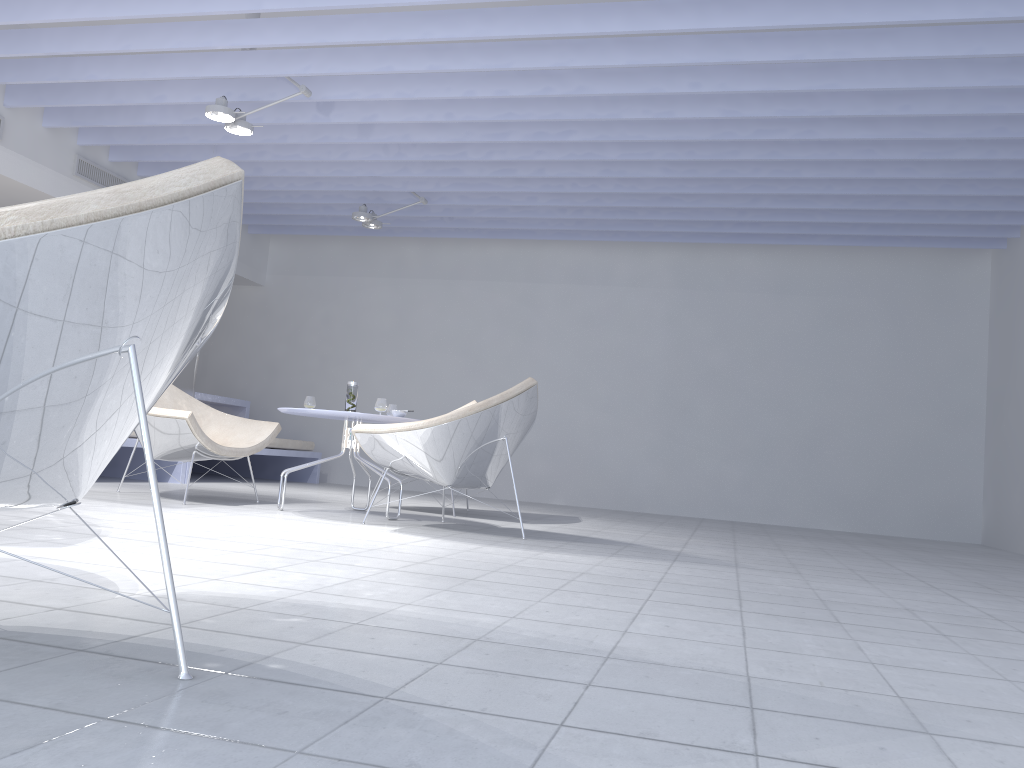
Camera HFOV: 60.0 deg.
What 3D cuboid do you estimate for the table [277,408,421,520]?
[{"bbox_3d":[-0.884,0.438,4.837,0.825,0.534,0.823,6,-5,-9],"label":"table"}]

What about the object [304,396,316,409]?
[{"bbox_3d":[-1.139,0.115,4.991,0.068,0.091,0.068,4,-5,4],"label":"object"}]

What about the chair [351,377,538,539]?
[{"bbox_3d":[-0.224,0.335,4.350,0.753,0.759,0.906,2,-6,31],"label":"chair"}]

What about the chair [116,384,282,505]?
[{"bbox_3d":[-1.844,0.251,4.925,0.753,0.759,0.906,3,-5,18],"label":"chair"}]

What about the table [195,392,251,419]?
[{"bbox_3d":[-2.954,0.326,8.372,0.416,0.450,1.065,4,-5,14],"label":"table"}]

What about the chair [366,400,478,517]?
[{"bbox_3d":[-0.442,0.448,5.785,0.906,0.759,0.753,2,-6,29],"label":"chair"}]

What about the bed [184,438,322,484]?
[{"bbox_3d":[-3.093,0.580,7.837,2.016,0.427,2.200,4,-5,14],"label":"bed"}]

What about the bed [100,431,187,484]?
[{"bbox_3d":[-3.614,0.341,5.701,2.016,0.427,2.200,4,-5,14],"label":"bed"}]

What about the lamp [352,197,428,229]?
[{"bbox_3d":[-0.997,-1.438,7.351,0.587,0.218,0.380,4,-5,14],"label":"lamp"}]

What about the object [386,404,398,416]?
[{"bbox_3d":[-0.691,0.165,5.117,0.068,0.091,0.068,4,-5,4],"label":"object"}]

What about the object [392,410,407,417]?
[{"bbox_3d":[-0.607,0.165,4.773,0.082,0.043,0.082,3,-5,16],"label":"object"}]

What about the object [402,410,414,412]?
[{"bbox_3d":[-0.576,0.146,4.762,0.098,0.016,0.012,4,-5,14],"label":"object"}]

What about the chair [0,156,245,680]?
[{"bbox_3d":[-0.790,0.014,1.346,0.753,0.759,0.906,4,-5,9],"label":"chair"}]

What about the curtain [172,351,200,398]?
[{"bbox_3d":[-3.270,-0.403,6.852,1.998,1.559,0.125,4,-5,13],"label":"curtain"}]

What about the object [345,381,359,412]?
[{"bbox_3d":[-0.886,0.082,4.901,0.075,0.185,0.075,7,-6,-23],"label":"object"}]

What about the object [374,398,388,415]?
[{"bbox_3d":[-0.686,0.122,4.643,0.068,0.091,0.068,4,-5,4],"label":"object"}]

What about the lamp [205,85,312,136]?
[{"bbox_3d":[-1.494,-1.665,5.311,0.587,0.218,0.380,4,-5,14],"label":"lamp"}]
